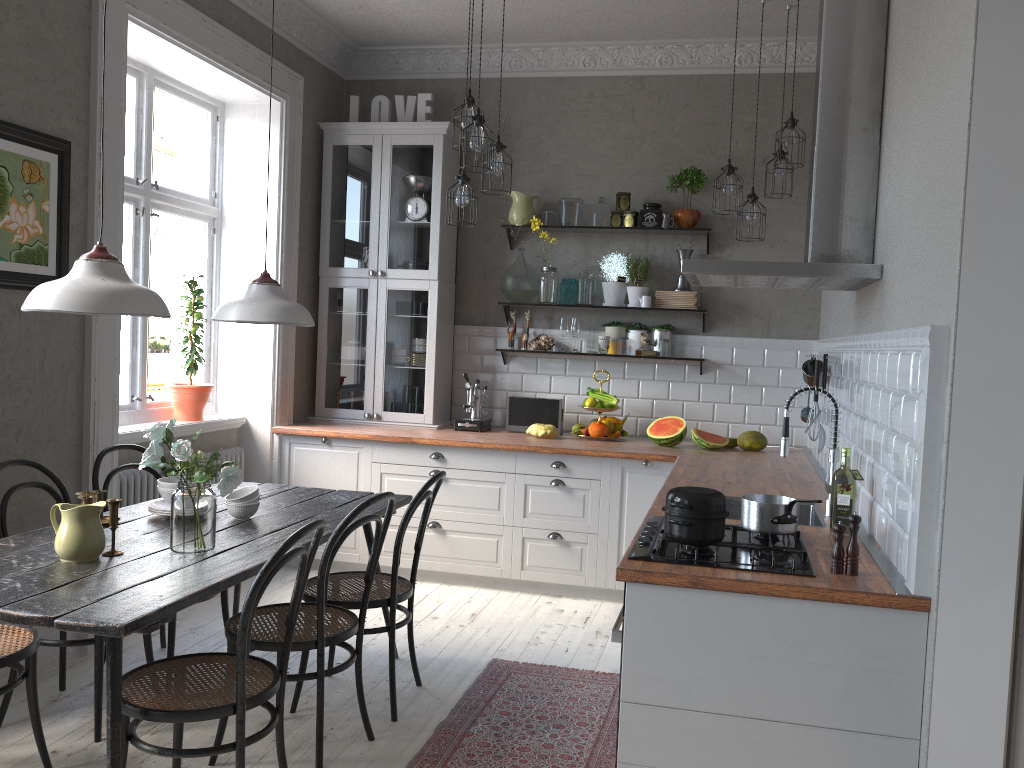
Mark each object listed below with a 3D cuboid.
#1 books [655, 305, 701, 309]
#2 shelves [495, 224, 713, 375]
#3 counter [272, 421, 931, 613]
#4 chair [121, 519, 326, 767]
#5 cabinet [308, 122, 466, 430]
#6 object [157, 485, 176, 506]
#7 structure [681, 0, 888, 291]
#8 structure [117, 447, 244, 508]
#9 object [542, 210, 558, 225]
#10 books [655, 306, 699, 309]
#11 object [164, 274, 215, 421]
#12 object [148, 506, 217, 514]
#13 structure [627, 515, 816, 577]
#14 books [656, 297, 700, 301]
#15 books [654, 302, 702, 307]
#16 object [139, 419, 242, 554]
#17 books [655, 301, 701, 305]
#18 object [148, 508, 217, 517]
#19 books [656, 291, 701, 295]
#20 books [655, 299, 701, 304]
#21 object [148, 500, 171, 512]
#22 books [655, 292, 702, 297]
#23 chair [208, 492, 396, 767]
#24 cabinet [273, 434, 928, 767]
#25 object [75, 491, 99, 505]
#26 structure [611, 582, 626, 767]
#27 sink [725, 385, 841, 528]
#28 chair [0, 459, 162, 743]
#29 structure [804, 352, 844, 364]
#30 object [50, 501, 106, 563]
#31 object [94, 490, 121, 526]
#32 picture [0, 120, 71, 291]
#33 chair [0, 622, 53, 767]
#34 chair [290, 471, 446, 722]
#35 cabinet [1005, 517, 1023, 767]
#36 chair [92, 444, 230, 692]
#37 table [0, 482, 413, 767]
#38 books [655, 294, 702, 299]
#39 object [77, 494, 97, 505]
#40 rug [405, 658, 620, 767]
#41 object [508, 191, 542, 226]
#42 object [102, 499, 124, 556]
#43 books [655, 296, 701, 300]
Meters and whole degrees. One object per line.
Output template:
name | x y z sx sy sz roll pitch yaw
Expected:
books | 1.032 -0.481 5.513 0.258 0.011 0.160 4 3 18
shelves | 0.575 -0.517 5.602 1.305 0.923 0.230 3 3 12
counter | -0.088 0.388 4.131 3.133 0.039 3.421 3 3 13
chair | -0.821 0.821 2.469 0.545 0.920 0.441 3 3 10
cabinet | -0.800 -0.679 5.748 0.872 1.921 0.391 3 3 12
object | -1.220 0.422 3.288 0.179 0.094 0.180 3 3 4
structure | 1.101 -1.205 3.555 0.706 1.595 0.718 3 3 13
structure | -1.780 0.605 4.709 0.147 0.428 1.233 3 3 12
object | 0.241 -1.046 5.657 0.102 0.111 0.104 3 3 13
books | 1.031 -0.470 5.513 0.258 0.011 0.159 3 3 15
object | -1.789 -0.205 4.935 0.254 0.813 0.265 5 4 40
object | -1.222 0.466 3.291 0.241 0.027 0.234 2 3 -19
structure | 0.625 0.462 2.643 0.492 0.031 0.611 3 3 13
books | 1.034 -0.524 5.511 0.258 0.011 0.159 3 3 15
books | 1.032 -0.492 5.512 0.257 0.016 0.160 4 3 25
object | -0.998 0.317 2.768 0.309 0.414 0.253 3 3 11
books | 1.033 -0.503 5.512 0.257 0.016 0.160 4 3 22
object | -1.222 0.475 3.291 0.233 0.027 0.242 4 3 31
books | 1.036 -0.567 5.509 0.258 0.011 0.160 4 3 18
books | 1.033 -0.513 5.511 0.258 0.011 0.160 4 3 18
object | -1.221 0.457 3.290 0.232 0.027 0.242 5 4 36
books | 1.035 -0.556 5.509 0.257 0.016 0.160 4 3 22
chair | -0.692 0.801 2.992 0.542 0.920 0.444 4 3 20
cabinet | 0.369 0.817 4.202 2.026 0.854 4.116 1 3 -30
object | -1.363 0.418 2.837 0.096 0.172 0.095 2 3 -6
structure | 0.633 0.827 2.650 0.613 0.623 0.628 3 3 13
sink | 0.928 0.354 3.241 0.523 0.720 0.490 3 3 13
chair | -1.584 0.748 3.219 0.545 0.920 0.441 3 3 10
structure | 1.537 -0.134 4.393 0.093 0.053 1.095 3 3 14
object | -1.286 0.433 2.624 0.152 0.170 0.133 1 3 -26
object | -1.447 0.431 3.103 0.140 0.112 0.139 2 3 -4
picture | -1.873 -0.667 3.363 0.020 0.619 0.526 3 3 14
chair | -1.719 0.769 2.675 0.542 0.920 0.444 4 3 20
chair | -0.554 0.784 3.462 0.545 0.920 0.441 3 3 10
cabinet | 1.551 0.753 2.216 0.660 1.297 0.387 3 3 12
chair | -1.446 0.731 3.691 0.540 0.920 0.445 4 3 25
table | -1.126 0.868 3.104 0.896 0.735 1.937 3 3 14
books | 1.035 -0.546 5.510 0.257 0.016 0.160 4 3 25
object | -1.322 0.424 2.754 0.061 0.172 0.063 4 3 34
rug | 0.099 1.273 3.288 0.729 0.014 1.301 3 3 14
object | 0.074 -1.106 5.631 0.187 0.216 0.176 4 3 27
object | -1.212 0.435 2.694 0.058 0.167 0.060 4 3 26
books | 1.034 -0.535 5.510 0.258 0.011 0.160 4 3 18
